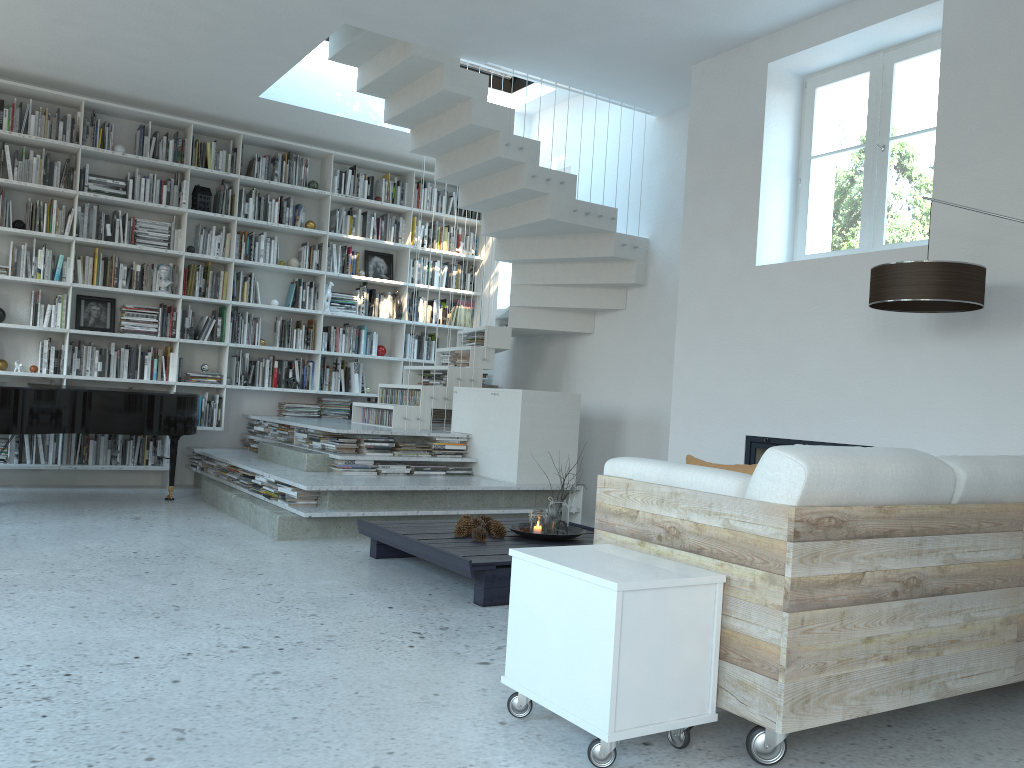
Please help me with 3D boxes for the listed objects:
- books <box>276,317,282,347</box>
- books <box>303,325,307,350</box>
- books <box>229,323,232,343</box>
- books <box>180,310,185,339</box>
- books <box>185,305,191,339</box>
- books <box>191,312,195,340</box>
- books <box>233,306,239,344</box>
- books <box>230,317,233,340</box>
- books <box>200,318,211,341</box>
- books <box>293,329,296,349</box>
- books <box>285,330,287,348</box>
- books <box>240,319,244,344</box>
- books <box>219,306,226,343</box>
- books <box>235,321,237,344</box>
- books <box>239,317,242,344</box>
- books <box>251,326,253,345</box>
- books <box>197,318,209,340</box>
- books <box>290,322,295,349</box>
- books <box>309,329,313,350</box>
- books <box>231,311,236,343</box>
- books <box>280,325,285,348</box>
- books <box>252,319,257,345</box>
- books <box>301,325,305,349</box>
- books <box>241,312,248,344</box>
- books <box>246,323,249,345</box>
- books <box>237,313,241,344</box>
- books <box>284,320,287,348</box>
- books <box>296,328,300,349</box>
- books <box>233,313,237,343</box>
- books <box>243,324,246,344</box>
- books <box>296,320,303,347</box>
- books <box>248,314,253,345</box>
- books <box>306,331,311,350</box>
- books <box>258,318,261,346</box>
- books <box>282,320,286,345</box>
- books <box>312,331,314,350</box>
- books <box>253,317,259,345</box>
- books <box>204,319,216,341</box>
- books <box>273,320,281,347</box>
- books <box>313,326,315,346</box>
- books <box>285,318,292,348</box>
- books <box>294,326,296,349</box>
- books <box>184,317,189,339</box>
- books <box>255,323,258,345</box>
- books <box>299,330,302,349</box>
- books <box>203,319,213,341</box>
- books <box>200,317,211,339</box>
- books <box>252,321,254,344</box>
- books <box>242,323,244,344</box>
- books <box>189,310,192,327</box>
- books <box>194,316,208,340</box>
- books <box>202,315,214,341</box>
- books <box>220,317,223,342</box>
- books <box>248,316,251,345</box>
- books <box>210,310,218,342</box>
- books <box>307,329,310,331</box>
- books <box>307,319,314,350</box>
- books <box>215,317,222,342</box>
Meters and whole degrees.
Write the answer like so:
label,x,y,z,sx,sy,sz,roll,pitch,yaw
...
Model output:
label,x,y,z,sx,sy,sz,roll,pitch,yaw
books,-2.160,-0.475,8.191,0.016,0.289,0.131,4,-1,-33
books,-1.957,-0.431,8.306,0.021,0.231,0.155,4,-1,-33
books,-2.540,-0.452,7.932,0.015,0.188,0.168,4,-1,-33
books,-2.880,-0.510,7.714,0.028,0.253,0.142,4,-1,-33
books,-2.835,-0.534,7.735,0.013,0.307,0.141,4,-1,-33
books,-2.812,-0.503,7.763,0.035,0.248,0.140,4,-1,-33
books,-2.491,-0.525,7.973,0.007,0.342,0.149,4,-1,-33
books,-2.532,-0.477,7.947,0.011,0.239,0.136,4,-1,-33
books,-2.717,-0.475,7.817,0.090,0.212,0.143,4,-1,-33
books,-2.045,-0.413,8.225,0.018,0.182,0.182,4,-1,-33
books,-2.113,-0.431,8.229,0.031,0.208,0.122,4,-1,-33
books,-2.449,-0.465,7.964,0.011,0.226,0.188,4,-1,-33
books,-2.584,-0.524,7.888,0.014,0.325,0.182,4,-1,-33
books,-2.498,-0.457,7.959,0.013,0.204,0.154,4,-1,-33
books,-2.464,-0.477,7.966,0.013,0.248,0.165,4,-1,-33
books,-2.380,-0.436,8.039,0.013,0.179,0.140,4,-1,-33
books,-2.731,-0.475,7.789,0.089,0.210,0.175,4,-1,-33
books,-2.059,-0.449,8.216,0.018,0.251,0.184,4,-1,-33
books,-1.912,-0.414,8.326,0.013,0.204,0.158,4,-1,-33
books,-2.510,-0.504,7.943,0.018,0.295,0.177,4,-1,-33
books,-2.134,-0.436,8.175,0.016,0.215,0.177,4,-1,-33
books,-2.356,-0.464,8.044,0.015,0.238,0.176,4,-1,-33
books,-1.980,-0.432,8.277,0.018,0.229,0.181,4,-1,-33
books,-2.418,-0.498,7.990,0.014,0.297,0.175,4,-1,-33
books,-2.413,-0.450,8.014,0.013,0.203,0.167,4,-1,-33
books,-2.469,-0.495,7.959,0.005,0.283,0.159,4,-1,-33
books,-2.117,-0.457,8.202,0.008,0.259,0.158,4,-1,-33
books,-2.016,-0.417,8.256,0.015,0.195,0.175,4,-1,-33
books,-2.500,-0.496,7.948,0.006,0.281,0.155,4,-1,-33
books,-2.433,-0.444,7.983,0.013,0.186,0.183,4,-1,-33
books,-1.989,-0.455,8.271,0.006,0.274,0.173,4,-1,-33
books,-2.386,-0.489,8.036,0.006,0.285,0.159,4,-1,-33
books,-1.929,-0.404,8.294,0.016,0.180,0.189,4,-1,-33
books,-2.321,-0.467,8.069,0.013,0.251,0.172,4,-1,-33
books,-2.127,-0.459,8.196,0.015,0.262,0.149,4,-1,-33
books,-1.902,-0.431,8.355,0.019,0.241,0.134,4,-1,-33
books,-2.332,-0.473,8.061,0.014,0.261,0.142,4,-1,-33
books,-2.689,-0.468,7.832,0.091,0.205,0.169,4,-1,-33
books,-2.169,-0.457,8.171,0.019,0.251,0.130,4,-1,-33
books,-1.894,-0.428,8.365,0.007,0.235,0.131,4,-1,-33
books,-2.082,-0.467,8.231,0.007,0.285,0.159,4,-1,-33
books,-2.044,-0.444,8.260,0.030,0.244,0.135,4,-1,-33
books,-2.848,-0.478,7.711,0.027,0.192,0.182,4,-1,-33
books,-2.343,-0.447,8.049,0.014,0.207,0.180,4,-1,-33
books,-2.000,-0.410,8.261,0.019,0.183,0.190,4,-1,-33
books,-2.705,-0.475,7.834,0.090,0.215,0.139,4,-1,-33
books,-2.729,-0.483,7.815,0.095,0.226,0.144,4,-1,-33
books,-2.371,-0.457,8.046,0.008,0.223,0.133,4,-1,-33
books,-2.446,-0.460,7.981,0.013,0.218,0.160,4,-1,-33
books,-2.831,-0.513,7.750,0.012,0.266,0.157,4,-1,-33
books,-2.743,-0.485,7.776,0.095,0.228,0.190,4,-1,-33
books,-2.703,-0.488,7.824,0.094,0.238,0.149,4,-1,-33
books,-2.603,-0.476,7.881,0.021,0.226,0.148,4,-1,-33
books,-2.395,-0.481,8.011,0.012,0.267,0.183,4,-1,-33
books,-2.645,-0.509,7.864,0.013,0.286,0.138,4,-1,-33
books,-1.930,-0.416,8.326,0.016,0.205,0.141,4,-1,-33
books,-1.897,-0.459,8.326,0.007,0.295,0.162,4,-1,-33
books,-2.618,-0.476,7.857,0.029,0.223,0.171,4,-1,-33
